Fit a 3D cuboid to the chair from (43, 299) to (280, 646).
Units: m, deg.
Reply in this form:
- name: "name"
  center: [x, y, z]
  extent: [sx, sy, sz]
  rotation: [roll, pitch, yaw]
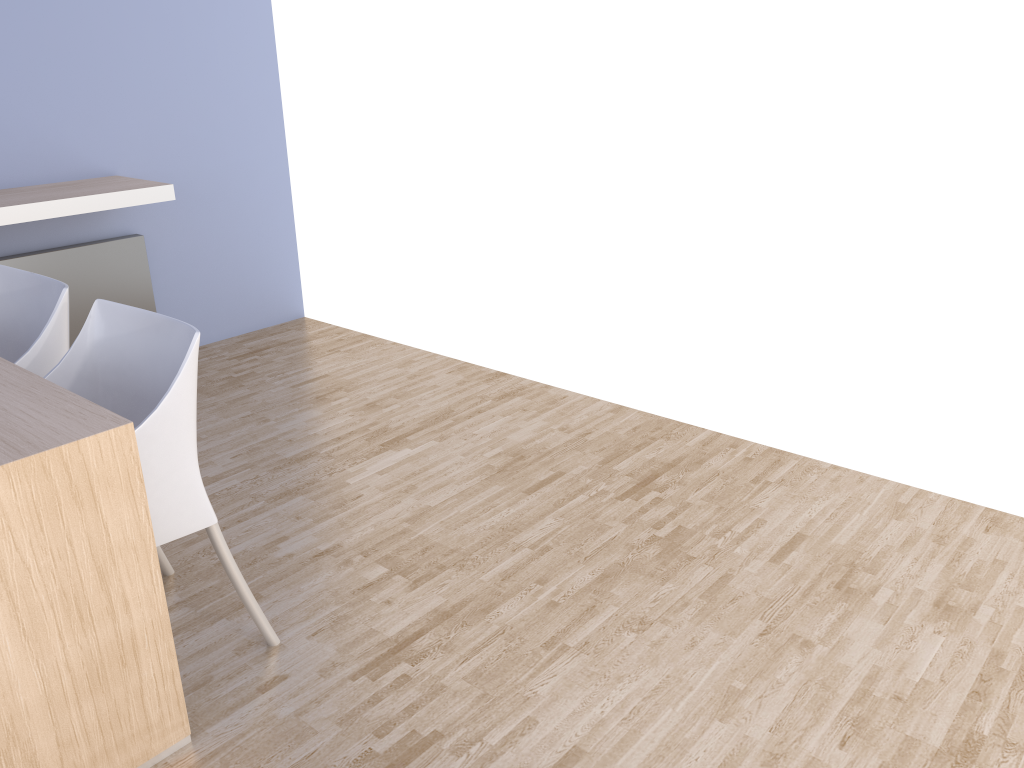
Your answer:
- name: "chair"
  center: [-0.910, 0.263, 1.975]
  extent: [0.510, 0.793, 0.486]
  rotation: [16, 27, 38]

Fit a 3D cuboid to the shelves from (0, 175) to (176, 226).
- name: "shelves"
  center: [-2.774, 0.103, 2.423]
  extent: [0.463, 0.840, 3.901]
  rotation: [16, 27, 38]

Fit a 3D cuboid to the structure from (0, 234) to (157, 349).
- name: "structure"
  center: [-2.867, 0.124, 2.611]
  extent: [0.064, 0.503, 3.843]
  rotation: [16, 27, 38]

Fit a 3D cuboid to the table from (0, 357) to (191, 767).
- name: "table"
  center: [-1.881, 0.288, 2.063]
  extent: [2.340, 0.718, 1.002]
  rotation: [16, 27, 38]

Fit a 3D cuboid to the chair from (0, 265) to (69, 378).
- name: "chair"
  center: [-1.363, 0.133, 2.339]
  extent: [0.510, 0.793, 0.486]
  rotation: [16, 27, 38]
